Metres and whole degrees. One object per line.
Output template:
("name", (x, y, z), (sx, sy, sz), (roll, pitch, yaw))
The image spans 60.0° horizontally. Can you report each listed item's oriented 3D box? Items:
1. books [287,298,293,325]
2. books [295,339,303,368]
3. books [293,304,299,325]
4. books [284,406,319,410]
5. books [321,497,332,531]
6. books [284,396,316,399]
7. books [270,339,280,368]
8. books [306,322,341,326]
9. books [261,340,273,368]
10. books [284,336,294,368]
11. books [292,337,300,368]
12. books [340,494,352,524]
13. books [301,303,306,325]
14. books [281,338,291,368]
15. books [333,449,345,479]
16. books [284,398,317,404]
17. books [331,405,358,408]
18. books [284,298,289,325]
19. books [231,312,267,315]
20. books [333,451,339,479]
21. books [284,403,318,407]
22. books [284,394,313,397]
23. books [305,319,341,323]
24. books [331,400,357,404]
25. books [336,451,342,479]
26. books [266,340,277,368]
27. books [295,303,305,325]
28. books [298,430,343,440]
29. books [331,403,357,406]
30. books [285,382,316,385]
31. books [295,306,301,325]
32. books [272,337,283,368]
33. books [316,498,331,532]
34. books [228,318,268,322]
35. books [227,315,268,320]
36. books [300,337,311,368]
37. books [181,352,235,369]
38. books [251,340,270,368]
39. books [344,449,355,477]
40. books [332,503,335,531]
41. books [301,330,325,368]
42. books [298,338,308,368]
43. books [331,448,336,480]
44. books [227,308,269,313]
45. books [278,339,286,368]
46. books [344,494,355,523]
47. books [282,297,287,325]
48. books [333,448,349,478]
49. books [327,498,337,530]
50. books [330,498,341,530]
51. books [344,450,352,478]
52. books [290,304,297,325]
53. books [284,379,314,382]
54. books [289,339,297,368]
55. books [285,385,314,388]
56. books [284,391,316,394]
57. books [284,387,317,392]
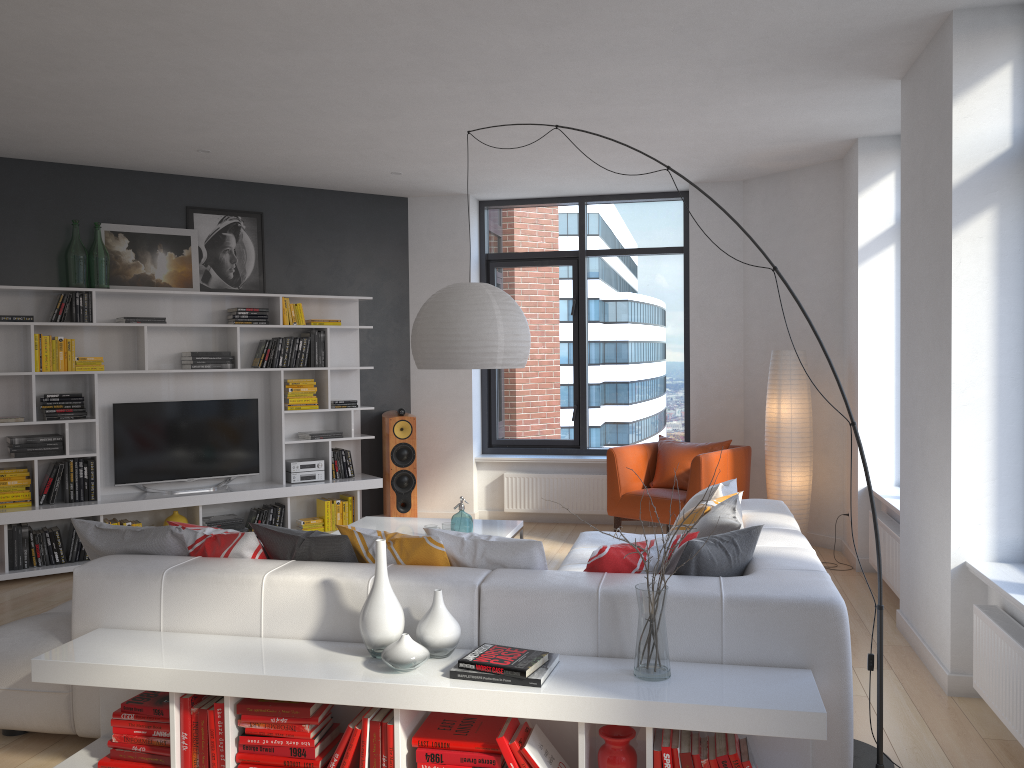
("books", (-1.872, -0.596, 7.348), (0.054, 0.224, 0.164), (-2, 2, -34))
("books", (-1.808, -0.257, 7.402), (0.071, 0.243, 0.179), (-2, 2, -34))
("books", (-1.813, -0.573, 7.352), (0.044, 0.178, 0.128), (-2, 2, -33))
("books", (-1.781, 0.198, 7.462), (0.257, 0.028, 0.194), (-2, 2, -28))
("books", (-1.569, 1.101, 7.510), (0.015, 0.263, 0.199), (-2, 2, -33))
("books", (-1.801, 0.110, 7.479), (0.251, 0.014, 0.189), (-2, 2, -30))
("books", (-1.962, -0.249, 7.288), (0.069, 0.242, 0.172), (-2, 2, -32))
("books", (-1.606, -0.506, 7.542), (0.257, 0.028, 0.194), (-2, 2, -28))
("books", (-2.032, -0.245, 7.274), (0.096, 0.234, 0.187), (-2, 2, -33))
("books", (-1.875, -0.263, 7.376), (0.066, 0.260, 0.197), (-2, 2, -33))
("books", (-1.837, -0.261, 7.399), (0.075, 0.254, 0.192), (-2, 2, -34))
("books", (-1.424, 1.091, 7.608), (0.029, 0.270, 0.204), (-2, 2, -33))
("books", (-1.764, -0.579, 7.397), (0.044, 0.184, 0.142), (-2, 2, -32))
("books", (-1.903, -0.257, 7.356), (0.084, 0.249, 0.191), (-2, 2, -33))
("books", (-1.495, 0.687, 7.619), (0.050, 0.242, 0.169), (-2, 2, -34))
("books", (-1.791, 0.138, 7.470), (0.243, 0.042, 0.189), (-2, 2, -33))
("books", (-1.452, 0.192, 7.627), (0.213, 0.023, 0.161), (-2, 2, -30))
("books", (-1.892, -0.595, 7.324), (0.041, 0.224, 0.163), (-2, 2, -35))
("books", (-2.140, -0.571, 7.208), (0.246, 0.026, 0.180), (-2, 2, -31))
("books", (-1.541, 0.691, 7.606), (0.053, 0.240, 0.189), (-2, 2, -33))
("books", (-1.789, 0.172, 7.466), (0.257, 0.024, 0.203), (-2, 2, -30))
("books", (-1.798, 0.093, 7.457), (0.217, 0.023, 0.145), (-2, 2, -29))
("books", (-1.613, -0.532, 7.547), (0.257, 0.024, 0.203), (-2, 2, -30))
("books", (-1.461, 0.153, 7.641), (0.213, 0.023, 0.161), (-2, 2, -30))
("books", (-1.517, 0.691, 7.613), (0.049, 0.236, 0.170), (-2, 2, -33))
("books", (-1.998, -0.246, 7.280), (0.081, 0.233, 0.169), (-2, 2, -34))
("books", (-1.779, -0.577, 7.378), (0.064, 0.184, 0.141), (-2, 2, -32))
("books", (-1.635, 0.434, 7.567), (0.310, 0.047, 0.250), (-2, 2, -38))
("books", (-1.455, 0.173, 7.628), (0.198, 0.015, 0.142), (-2, 2, -35))
("books", (-1.787, -0.005, 7.479), (0.223, 0.023, 0.163), (-2, 2, -29))
("books", (-1.791, -0.564, 7.353), (0.046, 0.161, 0.108), (-2, 2, -34))
("books", (-1.958, -0.258, 7.323), (0.075, 0.254, 0.192), (-2, 2, -34))
("books", (-1.593, 1.104, 7.491), (0.044, 0.255, 0.198), (-2, 2, -33))
("books", (-2.149, -0.517, 7.212), (0.264, 0.020, 0.189), (-2, 2, -35))
("books", (-2.157, -0.543, 7.230), (0.284, 0.030, 0.214), (-2, 2, -30))
("books", (-1.754, -0.267, 7.452), (0.066, 0.260, 0.197), (-2, 2, -33))
("books", (-2.421, -0.187, 7.055), (0.343, 0.137, 0.277), (-2, 2, -38))
("books", (-2.058, -0.245, 7.252), (0.104, 0.234, 0.182), (-2, 2, -33))
("books", (-1.437, 0.688, 7.699), (0.077, 0.233, 0.179), (-2, 2, -33))
("books", (-1.541, 1.118, 7.502), (0.024, 0.229, 0.156), (-2, 2, -33))
("books", (-1.689, -0.295, 7.528), (0.128, 0.321, 0.259), (-2, 2, -33))
("books", (-1.782, -0.261, 7.433), (0.084, 0.249, 0.191), (-2, 2, -33))
("books", (-1.570, 0.676, 7.591), (0.053, 0.268, 0.202), (-2, 2, -34))
("books", (-2.149, -0.598, 7.216), (0.266, 0.030, 0.209), (-2, 2, -40))
("books", (-1.932, -0.251, 7.332), (0.068, 0.243, 0.179), (-2, 2, -35))
("books", (-1.406, 1.091, 7.630), (0.025, 0.270, 0.213), (-2, 2, -33))
("books", (-1.901, -0.596, 7.296), (0.041, 0.229, 0.161), (-2, 2, -34))
("books", (-1.477, 0.681, 7.644), (0.066, 0.255, 0.193), (-2, 2, -34))
("books", (-1.534, 1.104, 7.529), (0.019, 0.251, 0.180), (-2, 2, -33))
("books", (-1.510, 1.104, 7.542), (0.035, 0.250, 0.185), (-2, 2, -33))
("books", (-1.447, 0.686, 7.654), (0.066, 0.242, 0.177), (-2, 2, -34))
("books", (-1.833, -0.573, 7.347), (0.054, 0.180, 0.132), (-2, 2, -33))
("books", (-1.807, -0.028, 7.492), (0.223, 0.023, 0.163), (-2, 2, -29))
("books", (-1.842, -0.253, 7.364), (0.069, 0.242, 0.172), (-2, 2, -32))
("books", (-1.795, 0.019, 7.478), (0.227, 0.022, 0.160), (-1, 2, -18))
("books", (-1.798, 0.072, 7.477), (0.239, 0.019, 0.171), (-2, 2, -33))
("books", (-1.788, 0.046, 7.481), (0.239, 0.033, 0.176), (-2, 2, -30))
